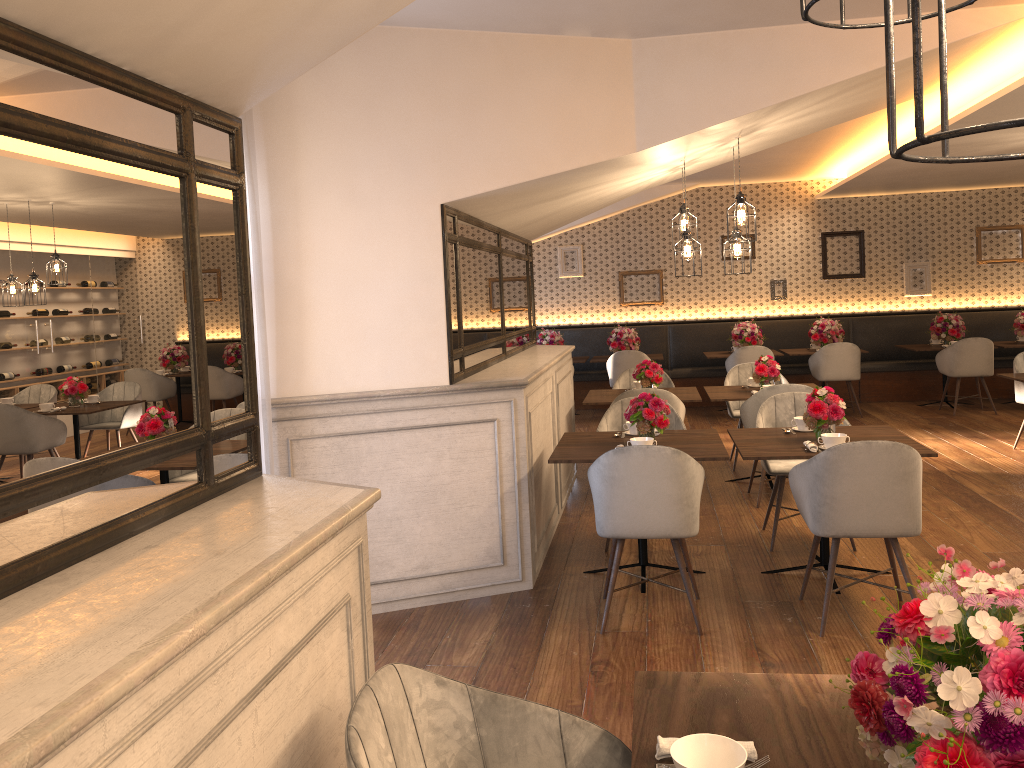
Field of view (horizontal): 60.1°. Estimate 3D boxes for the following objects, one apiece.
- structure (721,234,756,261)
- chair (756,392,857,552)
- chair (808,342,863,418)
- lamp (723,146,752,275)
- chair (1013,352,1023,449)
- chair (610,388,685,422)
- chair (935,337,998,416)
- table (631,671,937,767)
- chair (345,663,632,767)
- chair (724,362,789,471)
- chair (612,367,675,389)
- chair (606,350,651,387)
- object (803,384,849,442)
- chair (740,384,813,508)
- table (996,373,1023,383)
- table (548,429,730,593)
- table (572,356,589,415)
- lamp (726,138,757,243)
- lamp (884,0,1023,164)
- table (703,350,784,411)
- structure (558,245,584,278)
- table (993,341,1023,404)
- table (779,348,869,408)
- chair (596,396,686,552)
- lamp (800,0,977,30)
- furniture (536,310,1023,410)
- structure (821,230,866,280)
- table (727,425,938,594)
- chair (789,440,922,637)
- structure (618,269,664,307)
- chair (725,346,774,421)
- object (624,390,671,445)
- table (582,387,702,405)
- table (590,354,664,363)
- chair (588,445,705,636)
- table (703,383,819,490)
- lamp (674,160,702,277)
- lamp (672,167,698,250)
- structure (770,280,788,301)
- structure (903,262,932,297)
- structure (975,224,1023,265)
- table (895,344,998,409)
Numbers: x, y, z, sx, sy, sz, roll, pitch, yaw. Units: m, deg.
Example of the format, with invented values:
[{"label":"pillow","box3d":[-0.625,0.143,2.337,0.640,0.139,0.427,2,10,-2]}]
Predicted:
[{"label":"structure","box3d":[3.042,-1.836,11.895,0.449,0.344,0.016,-2,2,9]},{"label":"chair","box3d":[1.760,0.510,5.354,0.564,0.870,0.528,-2,3,9]},{"label":"chair","box3d":[3.760,-0.062,10.242,0.564,0.870,0.528,-2,3,9]},{"label":"lamp","box3d":[1.441,-1.756,5.793,0.175,2.066,0.175,-2,2,11]},{"label":"chair","box3d":[4.600,0.161,7.561,0.564,0.870,0.528,-2,3,9]},{"label":"chair","box3d":[0.997,0.436,6.480,0.564,0.870,0.528,-2,3,9]},{"label":"chair","box3d":[5.158,-0.106,10.022,0.564,0.870,0.528,-2,3,9]},{"label":"table","box3d":[0.660,1.020,1.445,0.896,0.719,0.900,-2,4,9]},{"label":"chair","box3d":[0.011,0.963,1.564,0.526,0.870,0.567,-2,3,9]},{"label":"chair","box3d":[2.116,0.269,7.647,0.564,0.870,0.528,-2,3,9]},{"label":"chair","box3d":[1.169,0.299,7.796,0.564,0.870,0.528,-2,3,9]},{"label":"chair","box3d":[1.415,0.012,10.610,0.564,0.870,0.528,-2,3,9]},{"label":"object","box3d":[1.651,0.146,4.655,0.234,0.300,0.306,-1,4,28]},{"label":"chair","box3d":[1.943,0.406,6.332,0.564,0.870,0.528,-2,3,9]},{"label":"table","box3d":[4.450,0.306,6.924,0.896,0.719,0.900,-2,4,9]},{"label":"table","box3d":[0.709,0.684,4.858,0.896,0.719,0.900,-2,4,9]},{"label":"table","box3d":[0.537,0.049,11.431,0.896,0.719,0.900,-2,4,9]},{"label":"lamp","box3d":[1.382,-1.914,5.461,0.175,2.066,0.175,-2,2,11]},{"label":"lamp","box3d":[0.296,-1.187,0.534,0.175,2.066,0.175,-2,2,11]},{"label":"table","box3d":[2.882,-0.025,11.062,0.896,0.719,0.900,-2,4,9]},{"label":"structure","box3d":[0.810,-1.697,12.239,0.340,0.439,0.035,-2,2,9]},{"label":"table","box3d":[6.173,-0.129,10.545,0.896,0.719,0.900,-2,4,9]},{"label":"table","box3d":[3.828,-0.055,10.914,0.896,0.719,0.900,-2,4,9]},{"label":"chair","box3d":[0.813,0.540,5.503,0.564,0.870,0.528,-2,3,9]},{"label":"lamp","box3d":[0.337,-1.414,0.851,0.175,2.066,0.175,-2,2,11]},{"label":"furniture","box3d":[3.270,-0.280,11.637,7.085,1.079,0.543,-2,3,9]},{"label":"structure","box3d":[4.373,-1.701,11.692,0.544,0.631,0.035,-2,2,9]},{"label":"table","box3d":[1.656,0.654,4.709,0.896,0.719,0.900,-2,4,9]},{"label":"chair","box3d":[1.587,0.647,4.038,0.564,0.870,0.528,-2,3,9]},{"label":"structure","box3d":[1.767,-1.311,12.108,0.601,0.484,0.032,-2,2,9]},{"label":"chair","box3d":[2.813,-0.032,10.391,0.564,0.870,0.528,-2,3,9]},{"label":"object","box3d":[0.722,0.177,4.789,0.234,0.300,0.306,-4,4,-16]},{"label":"table","box3d":[1.065,0.443,7.152,0.896,0.719,0.900,-2,4,9]},{"label":"table","box3d":[1.484,0.019,11.282,0.896,0.719,0.900,-2,4,9]},{"label":"chair","box3d":[0.640,0.677,4.187,0.564,0.870,0.528,-2,3,9]},{"label":"table","box3d":[2.012,0.413,7.003,0.896,0.719,0.900,-2,4,9]},{"label":"lamp","box3d":[1.101,-1.732,5.719,0.175,2.066,0.175,-2,2,11]},{"label":"lamp","box3d":[1.142,-1.959,6.035,0.175,2.066,0.175,-2,2,11]},{"label":"structure","box3d":[3.568,-1.257,11.838,0.216,0.277,0.018,-2,2,9]},{"label":"structure","box3d":[5.297,-1.368,11.556,0.340,0.439,0.035,-2,2,9]},{"label":"structure","box3d":[6.291,-1.793,11.381,0.601,0.484,0.032,-2,2,9]},{"label":"table","box3d":[5.226,-0.099,10.694,0.896,0.719,0.900,-2,4,9]}]
